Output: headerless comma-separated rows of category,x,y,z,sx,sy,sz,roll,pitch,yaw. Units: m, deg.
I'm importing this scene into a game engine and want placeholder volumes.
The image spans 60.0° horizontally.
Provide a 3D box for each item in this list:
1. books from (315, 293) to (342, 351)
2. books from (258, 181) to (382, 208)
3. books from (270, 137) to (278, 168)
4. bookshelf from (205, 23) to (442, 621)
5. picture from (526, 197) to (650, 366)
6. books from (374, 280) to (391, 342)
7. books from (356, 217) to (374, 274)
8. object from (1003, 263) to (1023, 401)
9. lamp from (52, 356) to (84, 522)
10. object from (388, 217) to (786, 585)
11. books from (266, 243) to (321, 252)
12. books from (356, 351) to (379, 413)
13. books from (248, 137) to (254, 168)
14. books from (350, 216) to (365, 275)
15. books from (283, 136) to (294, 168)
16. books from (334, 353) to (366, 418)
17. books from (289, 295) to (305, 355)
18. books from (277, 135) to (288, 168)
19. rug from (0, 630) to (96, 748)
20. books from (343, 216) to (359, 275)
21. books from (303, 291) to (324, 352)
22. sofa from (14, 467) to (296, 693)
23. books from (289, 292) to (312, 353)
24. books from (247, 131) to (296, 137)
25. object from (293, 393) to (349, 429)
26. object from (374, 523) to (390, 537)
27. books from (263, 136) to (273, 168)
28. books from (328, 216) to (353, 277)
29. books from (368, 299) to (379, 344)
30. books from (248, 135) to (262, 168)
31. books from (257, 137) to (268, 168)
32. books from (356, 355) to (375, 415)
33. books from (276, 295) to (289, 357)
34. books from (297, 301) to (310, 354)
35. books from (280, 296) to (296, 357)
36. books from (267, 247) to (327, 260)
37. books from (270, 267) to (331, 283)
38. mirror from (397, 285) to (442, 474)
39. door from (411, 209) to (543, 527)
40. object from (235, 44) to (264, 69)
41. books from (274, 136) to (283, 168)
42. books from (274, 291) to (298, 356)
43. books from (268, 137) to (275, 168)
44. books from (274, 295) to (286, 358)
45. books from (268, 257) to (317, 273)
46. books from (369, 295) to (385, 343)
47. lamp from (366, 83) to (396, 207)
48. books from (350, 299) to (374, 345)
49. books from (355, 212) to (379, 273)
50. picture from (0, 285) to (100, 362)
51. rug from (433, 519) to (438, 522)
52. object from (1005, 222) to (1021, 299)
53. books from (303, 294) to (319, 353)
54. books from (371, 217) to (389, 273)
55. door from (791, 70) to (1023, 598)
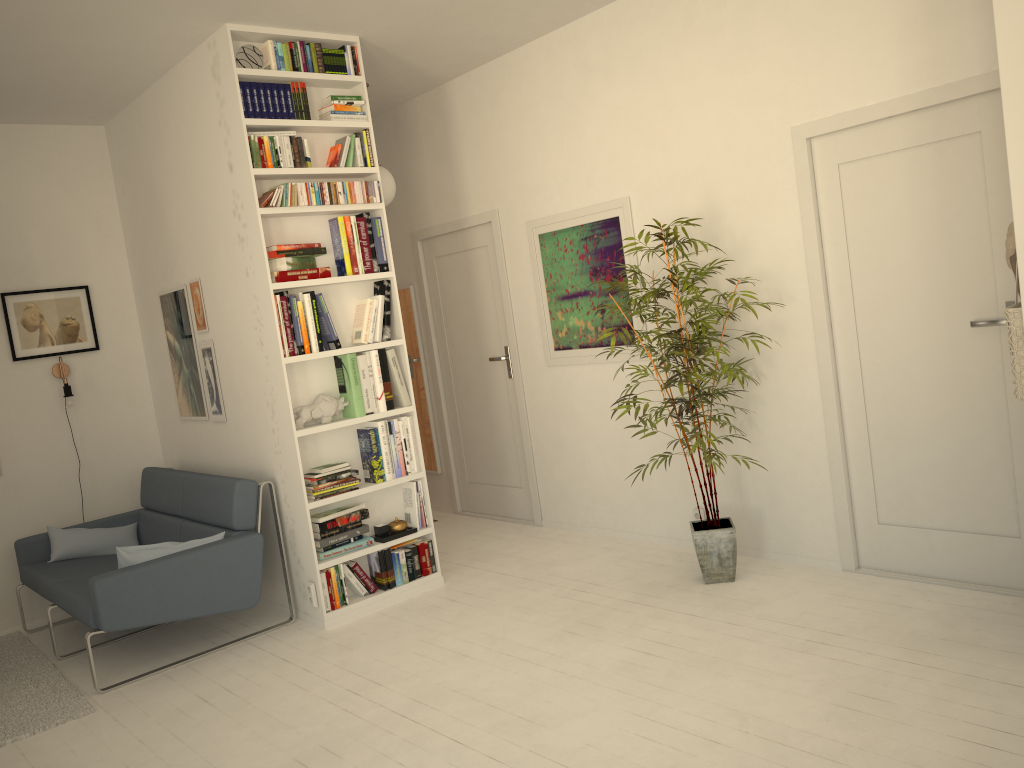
books,-0.968,-0.309,4.474,0.093,0.288,0.200,-12,6,-40
books,-1.016,-0.934,4.470,0.665,0.110,0.278,-12,7,-40
books,-1.201,-1.105,4.321,0.024,0.155,0.188,-12,6,-40
bookshelf,-0.925,-0.290,4.526,0.710,2.899,0.249,-12,6,-40
picture,0.415,-0.551,5.048,0.012,0.876,0.822,-12,6,-40
books,-0.704,-0.383,4.702,0.092,0.318,0.179,-12,6,-40
books,-0.810,-0.708,4.626,0.059,0.291,0.182,-12,6,-40
object,1.780,-0.266,2.983,0.440,0.612,0.093,-12,6,-40
lamp,-2.688,0.555,5.252,0.360,1.415,0.112,-12,6,-40
object,0.345,0.139,4.412,2.088,1.710,0.779,-5,6,31
books,-1.113,-0.664,4.382,0.203,0.026,0.266,-4,7,39
books,-0.791,-0.005,4.642,0.023,0.321,0.235,-12,6,-40
books,-1.301,-1.083,4.250,0.019,0.156,0.205,-12,6,-40
books,-0.848,-0.705,4.603,0.029,0.301,0.185,-12,6,-40
books,-1.143,-1.115,4.361,0.035,0.158,0.199,-12,6,-40
books,-0.856,0.010,4.558,0.056,0.328,0.228,-12,6,-40
books,-1.098,-0.281,4.363,0.030,0.289,0.200,-12,6,-40
books,-1.172,-1.112,4.346,0.028,0.159,0.222,-12,6,-40
rug,-2.767,1.490,3.954,1.305,0.012,1.660,-12,6,-38
books,-0.876,-0.700,4.586,0.039,0.301,0.199,-12,6,-40
books,-1.010,-0.307,4.423,0.033,0.306,0.150,-12,6,-40
sofa,-1.967,0.922,4.702,0.964,0.773,1.602,-12,6,-40
books,-1.068,-0.294,4.402,0.020,0.304,0.193,-12,6,-40
books,-1.204,-1.196,4.319,0.255,0.022,0.189,-11,6,-30
object,-0.960,0.124,4.423,0.311,0.150,0.137,-11,6,-32
object,-0.680,0.764,4.632,0.058,0.055,0.058,-12,6,-40
books,-1.219,-1.097,4.285,0.023,0.152,0.199,-12,6,-40
books,-0.906,-0.697,4.568,0.032,0.300,0.200,-12,6,-40
books,-0.760,-0.324,4.633,0.106,0.225,0.138,-12,6,-40
books,-1.265,-1.089,4.248,0.034,0.162,0.197,-12,6,-40
books,-1.242,-1.090,4.271,0.030,0.149,0.202,-12,6,-40
books,-0.811,0.010,4.601,0.065,0.311,0.199,-12,6,-40
books,-1.162,-0.274,4.321,0.015,0.300,0.207,-12,6,-40
books,-1.071,-0.270,4.377,0.024,0.260,0.199,-12,6,-40
books,-1.138,-0.274,4.331,0.032,0.291,0.203,-12,6,-40
books,-1.107,-0.636,4.395,0.314,0.035,0.205,-12,7,-40
books,-1.078,-0.528,4.388,0.301,0.056,0.202,-12,7,-40
mirror,-0.779,-0.021,6.568,0.029,1.369,0.500,-12,6,-40
door,-0.213,-0.086,6.004,0.166,2.032,0.955,-12,6,-40
object,-1.248,-1.546,4.221,0.131,0.131,0.131,-3,7,45
books,-1.177,-1.107,4.320,0.012,0.155,0.208,-12,6,-40
books,-1.120,-0.291,4.347,0.021,0.317,0.179,-12,6,-40
books,-1.214,-1.098,4.308,0.013,0.149,0.208,-12,6,-40
books,-1.179,-0.271,4.314,0.021,0.301,0.222,-12,6,-40
books,-1.093,-0.586,4.389,0.128,0.064,0.269,-6,5,20
books,-0.743,-0.337,4.677,0.092,0.244,0.196,-12,6,-40
lamp,-0.896,-1.461,5.486,0.275,0.767,0.275,-4,7,44
books,-0.782,-0.321,4.604,0.115,0.232,0.133,-12,6,-40
books,-0.777,-0.729,4.655,0.039,0.317,0.161,-12,6,-40
picture,-2.759,-0.368,5.311,0.482,0.402,0.015,-12,6,-40
rug,-1.055,1.050,6.170,0.942,0.002,0.553,-12,7,-40
object,1.765,-0.458,3.026,0.335,0.385,0.136,-12,6,-40
books,-1.039,-0.295,4.408,0.032,0.290,0.189,-12,6,-40
books,-0.738,-0.722,4.685,0.054,0.289,0.179,-12,6,-40
door,1.738,-0.160,3.694,0.166,2.032,0.955,-12,6,-40
